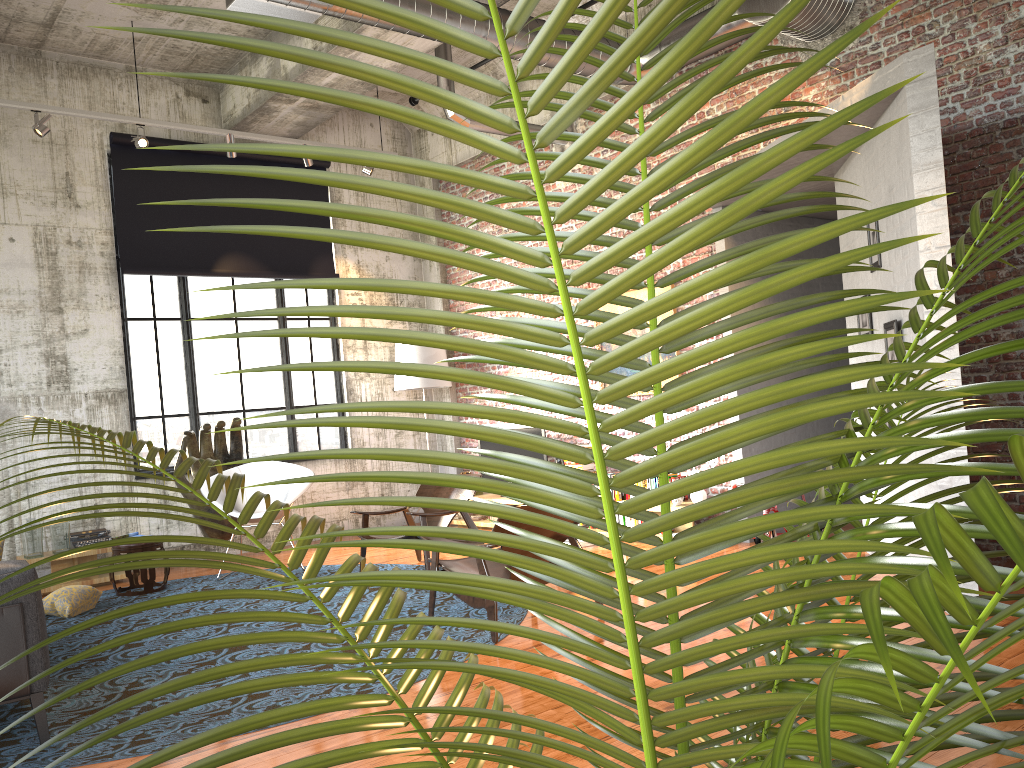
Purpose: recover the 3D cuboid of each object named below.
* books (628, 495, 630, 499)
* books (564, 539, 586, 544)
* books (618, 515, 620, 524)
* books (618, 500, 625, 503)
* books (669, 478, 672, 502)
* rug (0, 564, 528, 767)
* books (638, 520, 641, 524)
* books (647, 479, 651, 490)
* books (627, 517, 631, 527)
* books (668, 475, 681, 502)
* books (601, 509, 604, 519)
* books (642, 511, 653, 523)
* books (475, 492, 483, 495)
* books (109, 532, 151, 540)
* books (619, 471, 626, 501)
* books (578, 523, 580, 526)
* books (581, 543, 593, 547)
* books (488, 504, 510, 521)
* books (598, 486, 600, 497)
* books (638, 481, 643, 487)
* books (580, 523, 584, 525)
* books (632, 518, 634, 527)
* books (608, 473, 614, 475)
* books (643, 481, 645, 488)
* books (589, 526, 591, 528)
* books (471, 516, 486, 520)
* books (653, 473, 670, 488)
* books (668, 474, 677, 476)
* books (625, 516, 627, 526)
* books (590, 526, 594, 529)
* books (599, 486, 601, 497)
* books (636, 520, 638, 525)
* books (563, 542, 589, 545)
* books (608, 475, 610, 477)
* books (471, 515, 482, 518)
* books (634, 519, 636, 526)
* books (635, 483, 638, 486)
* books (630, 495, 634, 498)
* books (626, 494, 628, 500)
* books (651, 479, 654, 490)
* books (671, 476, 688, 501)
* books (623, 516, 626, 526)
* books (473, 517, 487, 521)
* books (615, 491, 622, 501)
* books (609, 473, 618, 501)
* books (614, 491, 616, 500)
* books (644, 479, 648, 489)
[{"bbox_3d":[1.191,1.022,8.663,0.161,0.223,0.026,-4,0,-40],"label":"books"},{"bbox_3d":[0.631,1.485,8.442,0.250,0.014,0.311,-4,-2,-33],"label":"books"},{"bbox_3d":[1.086,1.330,8.620,0.121,0.168,0.020,-4,0,-39],"label":"books"},{"bbox_3d":[1.143,1.110,8.345,0.214,0.040,0.317,-4,-2,-39],"label":"books"},{"bbox_3d":[1.529,0.983,8.252,0.161,0.223,0.026,-4,0,-40],"label":"books"},{"bbox_3d":[-2.299,1.710,6.093,4.847,0.009,4.846,-5,-2,7],"label":"rug"},{"bbox_3d":[1.257,1.303,8.415,0.131,0.181,0.034,-4,0,-39],"label":"books"},{"bbox_3d":[1.366,0.987,8.449,0.183,0.253,0.034,-4,0,-40],"label":"books"},{"bbox_3d":[1.162,1.312,8.520,0.129,0.186,0.043,-5,0,-39],"label":"books"},{"bbox_3d":[1.514,0.976,8.286,0.174,0.240,0.045,-4,0,-40],"label":"books"},{"bbox_3d":[0.954,1.322,8.796,0.149,0.214,0.050,-5,0,-39],"label":"books"},{"bbox_3d":[1.280,1.295,8.371,0.138,0.191,0.026,-4,0,-39],"label":"books"},{"bbox_3d":[-0.534,1.313,10.621,0.302,0.037,0.243,-6,-2,43],"label":"books"},{"bbox_3d":[-3.371,1.356,7.866,0.229,0.043,0.300,-5,-2,25],"label":"books"},{"bbox_3d":[1.157,0.996,8.729,0.197,0.284,0.066,-5,0,-40],"label":"books"},{"bbox_3d":[0.722,1.358,9.057,0.145,0.200,0.032,-4,0,-39],"label":"books"},{"bbox_3d":[0.628,1.518,8.434,0.231,0.017,0.313,-4,-2,-24],"label":"books"},{"bbox_3d":[-0.148,1.455,10.085,0.173,0.218,0.232,-4,-1,-39],"label":"books"},{"bbox_3d":[0.932,1.048,8.934,0.161,0.223,0.027,-4,0,-39],"label":"books"},{"bbox_3d":[1.297,0.999,8.542,0.171,0.246,0.057,-5,0,-40],"label":"books"},{"bbox_3d":[0.753,1.344,9.005,0.158,0.220,0.030,-4,0,-39],"label":"books"},{"bbox_3d":[1.202,1.304,8.473,0.138,0.191,0.026,-4,0,-39],"label":"books"},{"bbox_3d":[0.971,1.028,8.894,0.183,0.253,0.034,-4,0,-39],"label":"books"},{"bbox_3d":[1.323,1.007,8.509,0.161,0.223,0.027,-4,0,-40],"label":"books"},{"bbox_3d":[0.833,1.335,8.913,0.158,0.220,0.030,-4,0,-39],"label":"books"},{"bbox_3d":[-0.416,1.563,10.363,0.167,0.021,0.210,-6,-2,26],"label":"books"},{"bbox_3d":[1.423,0.977,8.389,0.180,0.259,0.060,-5,0,-40],"label":"books"},{"bbox_3d":[1.490,0.973,8.317,0.183,0.253,0.034,-4,0,-40],"label":"books"},{"bbox_3d":[1.151,1.316,8.561,0.131,0.181,0.034,-4,0,-39],"label":"books"},{"bbox_3d":[0.845,1.333,8.884,0.158,0.220,0.030,-4,0,-39],"label":"books"},{"bbox_3d":[0.942,1.046,8.908,0.161,0.223,0.026,-4,0,-39],"label":"books"},{"bbox_3d":[1.234,1.301,8.434,0.138,0.191,0.026,-4,0,-39],"label":"books"},{"bbox_3d":[0.624,1.502,8.439,0.231,0.017,0.307,-3,-2,-41],"label":"books"},{"bbox_3d":[1.028,1.023,8.821,0.160,0.251,0.032,-5,0,-39],"label":"books"},{"bbox_3d":[-0.412,1.546,10.352,0.113,0.016,0.114,-4,-2,-15],"label":"books"},{"bbox_3d":[1.216,1.303,8.451,0.138,0.191,0.026,-4,0,-39],"label":"books"},{"bbox_3d":[1.266,0.999,8.575,0.183,0.253,0.034,-4,0,-40],"label":"books"},{"bbox_3d":[1.220,0.985,8.638,0.176,0.290,0.053,-5,0,-40],"label":"books"},{"bbox_3d":[1.176,1.010,8.684,0.159,0.250,0.026,-5,0,-40],"label":"books"},{"bbox_3d":[1.393,0.965,8.427,0.176,0.290,0.036,-5,0,-40],"label":"books"},{"bbox_3d":[1.557,0.976,8.235,0.168,0.231,0.037,-4,0,-40],"label":"books"},{"bbox_3d":[1.125,1.325,8.573,0.121,0.168,0.020,-4,0,-39],"label":"books"},{"bbox_3d":[-0.414,1.583,10.371,0.211,0.020,0.162,-5,-2,18],"label":"books"},{"bbox_3d":[1.090,1.014,8.738,0.183,0.253,0.034,-4,0,-39],"label":"books"},{"bbox_3d":[1.050,1.016,8.797,0.180,0.259,0.034,-5,0,-39],"label":"books"},{"bbox_3d":[1.083,1.027,8.776,0.168,0.231,0.037,-4,0,-39],"label":"books"},{"bbox_3d":[1.350,0.996,8.486,0.174,0.240,0.045,-4,0,-40],"label":"books"}]
